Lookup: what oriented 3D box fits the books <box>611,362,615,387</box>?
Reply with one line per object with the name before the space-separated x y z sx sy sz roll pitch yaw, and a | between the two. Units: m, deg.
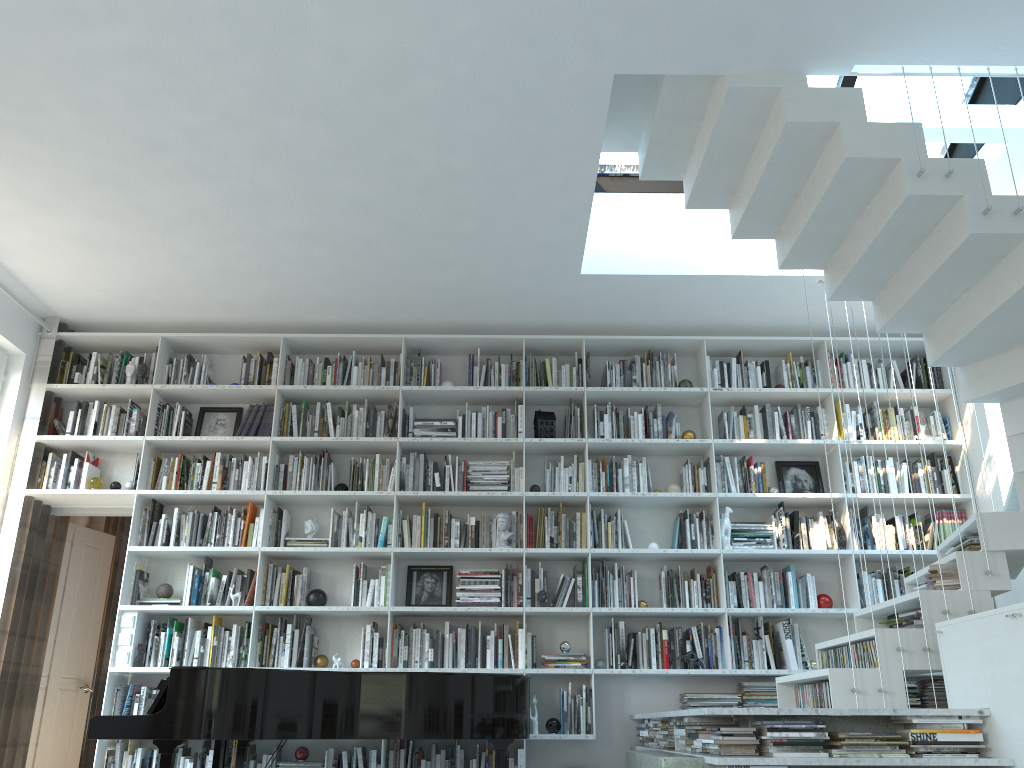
books | 0.710 -0.013 6.259 0.013 0.228 0.174 0 -21 0

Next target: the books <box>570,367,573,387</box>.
books | 0.414 0.003 6.268 0.025 0.202 0.163 0 -21 0

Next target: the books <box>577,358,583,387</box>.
books | 0.476 -0.028 6.256 0.029 0.252 0.187 0 -21 0

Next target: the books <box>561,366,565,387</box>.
books | 0.358 -0.002 6.252 0.024 0.201 0.181 0 -21 0

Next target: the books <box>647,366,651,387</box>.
books | 0.952 -0.002 6.247 0.018 0.200 0.189 0 -21 0

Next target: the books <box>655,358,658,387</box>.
books | 1.013 -0.028 6.281 0.008 0.273 0.163 0 -21 0

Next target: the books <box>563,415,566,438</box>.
books | 0.363 0.340 6.144 0.019 0.213 0.156 0 -21 0

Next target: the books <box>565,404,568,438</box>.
books | 0.371 0.301 6.124 0.021 0.271 0.191 0 -21 0

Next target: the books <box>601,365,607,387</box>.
books | 0.640 -0.003 6.252 0.046 0.205 0.184 0 -21 0

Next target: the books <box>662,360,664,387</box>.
books | 1.056 -0.021 6.276 0.014 0.257 0.150 0 -21 0

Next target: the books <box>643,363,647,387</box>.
books | 0.928 -0.012 6.262 0.018 0.230 0.160 0 -21 0

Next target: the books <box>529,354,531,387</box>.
books | 0.128 -0.046 6.274 0.007 0.297 0.181 0 -21 0

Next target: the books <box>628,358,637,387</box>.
books | 0.851 -0.029 6.256 0.028 0.257 0.185 0 -21 0

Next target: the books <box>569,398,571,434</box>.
books | 0.395 0.280 6.162 0.025 0.338 0.143 0 -21 0

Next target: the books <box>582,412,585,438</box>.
books | 0.486 0.330 6.116 0.008 0.213 0.224 0 -21 0

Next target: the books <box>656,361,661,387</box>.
books | 1.029 -0.018 6.276 0.024 0.251 0.150 0 -21 0

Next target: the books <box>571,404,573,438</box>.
books | 0.411 0.296 6.133 0.021 0.287 0.180 0 -21 0

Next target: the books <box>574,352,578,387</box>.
books | 0.455 -0.052 6.299 0.012 0.328 0.129 0 -21 0

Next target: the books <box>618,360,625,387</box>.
books | 0.770 -0.021 6.275 0.030 0.254 0.162 0 -21 0

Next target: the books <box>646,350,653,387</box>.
books | 0.972 -0.056 6.283 0.007 0.328 0.184 0 -21 0

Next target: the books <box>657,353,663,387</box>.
books | 1.045 -0.046 6.278 0.008 0.305 0.183 0 -21 0

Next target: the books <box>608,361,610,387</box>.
books | 0.677 -0.016 6.273 0.011 0.243 0.173 0 -21 0

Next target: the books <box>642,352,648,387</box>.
books | 0.940 -0.048 6.282 0.006 0.311 0.179 0 -21 0

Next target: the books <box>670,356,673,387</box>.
books | 1.111 -0.035 6.268 0.008 0.277 0.181 0 -21 0

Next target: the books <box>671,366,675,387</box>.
books | 1.124 0.000 6.269 0.018 0.213 0.158 0 -21 0

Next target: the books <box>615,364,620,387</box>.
books | 0.740 -0.007 6.271 0.028 0.225 0.164 0 -21 0

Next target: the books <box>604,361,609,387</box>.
books | 0.667 -0.019 6.265 0.009 0.243 0.174 0 -21 0

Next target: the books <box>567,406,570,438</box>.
books | 0.387 0.306 6.136 0.022 0.270 0.182 0 -21 0

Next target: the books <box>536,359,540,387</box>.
books | 0.183 -0.029 6.266 0.034 0.260 0.158 0 -21 0

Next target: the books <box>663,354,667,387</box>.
books | 1.084 -0.042 6.308 0.008 0.320 0.134 0 -21 0

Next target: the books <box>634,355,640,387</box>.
books | 0.877 -0.037 6.284 0.024 0.291 0.168 0 -21 0

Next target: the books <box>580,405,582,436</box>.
books | 0.480 0.306 6.162 0.005 0.291 0.131 0 -21 0

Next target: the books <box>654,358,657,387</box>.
books | 1.003 -0.029 6.285 0.012 0.279 0.144 0 -21 0

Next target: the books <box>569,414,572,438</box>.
books | 0.400 0.337 6.141 0.024 0.216 0.169 0 -21 0

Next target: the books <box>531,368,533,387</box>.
books | 0.139 0.005 6.262 0.015 0.192 0.160 0 -21 0

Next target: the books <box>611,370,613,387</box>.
books | 0.699 0.012 6.262 0.009 0.182 0.160 0 -21 0

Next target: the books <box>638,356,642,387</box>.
books | 0.898 -0.033 6.296 0.017 0.294 0.139 0 -21 0

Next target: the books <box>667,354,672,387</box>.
books | 1.101 -0.041 6.277 0.013 0.295 0.189 0 -21 0

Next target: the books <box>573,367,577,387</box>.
books | 0.437 0.005 6.260 0.022 0.193 0.182 0 -21 0

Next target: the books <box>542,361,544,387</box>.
books | 0.216 -0.020 6.252 0.015 0.233 0.171 0 -21 0

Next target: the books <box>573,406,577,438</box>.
books | 0.442 0.310 6.168 0.013 0.287 0.132 0 -21 0

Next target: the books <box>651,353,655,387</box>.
books | 0.983 -0.048 6.263 0.015 0.298 0.184 0 -21 0

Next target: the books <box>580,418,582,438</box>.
books | 0.469 0.352 6.157 0.015 0.200 0.130 0 -21 0

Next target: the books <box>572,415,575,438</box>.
books | 0.424 0.339 6.138 0.013 0.210 0.140 0 -21 0

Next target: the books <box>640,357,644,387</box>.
books | 0.915 -0.030 6.290 0.007 0.284 0.160 0 -21 0

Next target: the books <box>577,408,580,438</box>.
books | 0.455 0.313 6.122 0.013 0.247 0.187 0 -21 0

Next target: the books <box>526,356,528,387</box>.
books | 0.104 -0.039 6.266 0.008 0.277 0.171 0 -21 0

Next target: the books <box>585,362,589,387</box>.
books | 0.518 -0.014 6.260 0.033 0.228 0.176 0 -21 0

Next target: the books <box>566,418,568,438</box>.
books | 0.377 0.350 6.148 0.022 0.198 0.144 0 -21 0

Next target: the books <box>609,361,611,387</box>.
books | 0.688 -0.017 6.284 0.012 0.254 0.134 0 -21 0

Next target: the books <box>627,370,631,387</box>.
books | 0.821 0.017 6.283 0.031 0.190 0.133 0 -21 0

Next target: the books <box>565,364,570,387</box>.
books | 0.386 -0.009 6.251 0.031 0.212 0.170 0 -21 0

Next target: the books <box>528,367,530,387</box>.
books | 0.116 0.004 6.274 0.016 0.203 0.144 0 -21 0

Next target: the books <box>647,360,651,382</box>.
books | 0.965 -0.019 6.270 0.008 0.250 0.170 0 -21 0

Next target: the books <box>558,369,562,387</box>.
books | 0.335 0.007 6.247 0.022 0.179 0.173 0 -21 0

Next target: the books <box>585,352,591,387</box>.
books | 0.539 -0.051 6.265 0.019 0.303 0.176 0 -21 0

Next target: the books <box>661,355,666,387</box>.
books | 1.071 -0.038 6.287 0.019 0.298 0.137 0 -21 0

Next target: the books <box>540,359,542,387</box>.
books | 0.204 -0.027 6.274 0.008 0.261 0.142 0 -21 0

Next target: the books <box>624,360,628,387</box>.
books | 0.795 -0.020 6.278 0.021 0.255 0.169 0 -21 0

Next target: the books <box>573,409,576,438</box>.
books | 0.433 0.315 6.136 0.005 0.254 0.159 0 -21 0
